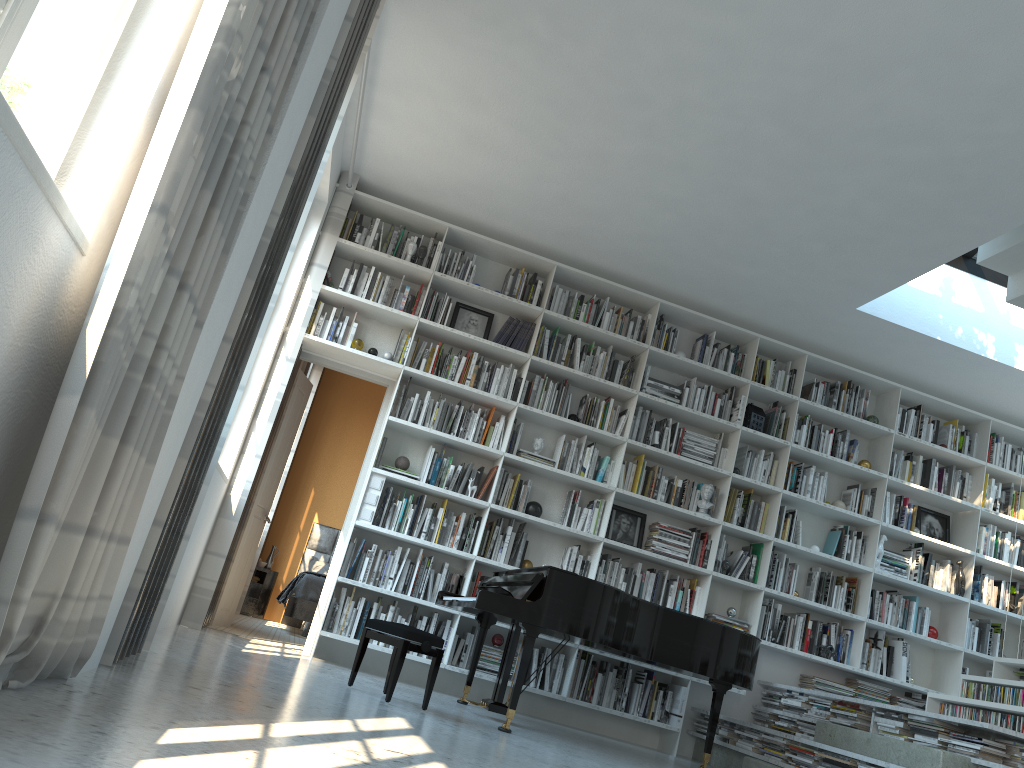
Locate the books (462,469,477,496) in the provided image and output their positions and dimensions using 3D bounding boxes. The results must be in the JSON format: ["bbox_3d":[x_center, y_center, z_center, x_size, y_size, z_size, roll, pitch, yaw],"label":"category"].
[{"bbox_3d":[-0.303,0.715,6.235,0.030,0.207,0.172,18,-16,-9],"label":"books"}]

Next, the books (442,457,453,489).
[{"bbox_3d":[-0.466,0.640,6.213,0.011,0.249,0.172,18,-16,-9],"label":"books"}]

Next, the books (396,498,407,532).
[{"bbox_3d":[-0.765,0.911,6.070,0.009,0.244,0.185,18,-16,-9],"label":"books"}]

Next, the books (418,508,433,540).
[{"bbox_3d":[-0.599,0.977,6.111,0.027,0.229,0.159,18,-16,-9],"label":"books"}]

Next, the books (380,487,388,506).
[{"bbox_3d":[-0.902,0.854,6.079,0.008,0.284,0.160,18,-16,-9],"label":"books"}]

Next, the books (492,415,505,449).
[{"bbox_3d":[-0.113,0.373,6.379,0.027,0.285,0.148,18,-16,-9],"label":"books"}]

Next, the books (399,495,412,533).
[{"bbox_3d":[-0.743,0.908,6.100,0.009,0.277,0.158,18,-16,-9],"label":"books"}]

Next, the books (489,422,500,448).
[{"bbox_3d":[-0.147,0.392,6.362,0.031,0.223,0.145,18,-16,-9],"label":"books"}]

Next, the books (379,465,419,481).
[{"bbox_3d":[-0.785,0.621,6.149,0.285,0.012,0.160,17,-16,-5],"label":"books"}]

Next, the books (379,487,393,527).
[{"bbox_3d":[-0.873,0.856,6.076,0.014,0.293,0.172,18,-16,-9],"label":"books"}]

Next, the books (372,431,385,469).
[{"bbox_3d":[-0.934,0.474,6.156,0.012,0.284,0.160,18,-16,-9],"label":"books"}]

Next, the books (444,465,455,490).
[{"bbox_3d":[-0.452,0.671,6.196,0.029,0.189,0.189,18,-16,-9],"label":"books"}]

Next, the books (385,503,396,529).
[{"bbox_3d":[-0.837,0.913,6.044,0.019,0.188,0.193,18,-16,-9],"label":"books"}]

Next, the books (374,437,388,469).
[{"bbox_3d":[-0.918,0.497,6.144,0.028,0.242,0.157,18,-16,-9],"label":"books"}]

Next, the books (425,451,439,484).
[{"bbox_3d":[-0.575,0.606,6.209,0.031,0.254,0.143,18,-16,-9],"label":"books"}]

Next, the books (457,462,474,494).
[{"bbox_3d":[-0.341,0.680,6.241,0.060,0.254,0.159,18,-16,-9],"label":"books"}]

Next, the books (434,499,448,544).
[{"bbox_3d":[-0.502,0.962,6.136,0.021,0.322,0.172,18,-16,-9],"label":"books"}]

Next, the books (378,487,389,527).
[{"bbox_3d":[-0.889,0.855,6.080,0.016,0.288,0.153,18,-16,-9],"label":"books"}]

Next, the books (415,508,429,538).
[{"bbox_3d":[-0.637,0.970,6.122,0.045,0.229,0.138,18,-16,-9],"label":"books"}]

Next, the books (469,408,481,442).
[{"bbox_3d":[-0.277,0.319,6.333,0.015,0.274,0.157,18,-16,-9],"label":"books"}]

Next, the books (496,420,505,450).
[{"bbox_3d":[-0.087,0.396,6.381,0.036,0.257,0.123,18,-16,-9],"label":"books"}]

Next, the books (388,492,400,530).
[{"bbox_3d":[-0.818,0.879,6.078,0.008,0.279,0.164,18,-16,-9],"label":"books"}]

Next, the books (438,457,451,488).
[{"bbox_3d":[-0.486,0.639,6.228,0.022,0.248,0.129,18,-16,-9],"label":"books"}]

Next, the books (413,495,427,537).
[{"bbox_3d":[-0.649,0.922,6.110,0.012,0.305,0.190,18,-16,-9],"label":"books"}]

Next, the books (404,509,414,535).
[{"bbox_3d":[-0.716,0.955,6.073,0.016,0.188,0.184,18,-16,-9],"label":"books"}]

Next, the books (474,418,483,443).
[{"bbox_3d":[-0.260,0.358,6.348,0.021,0.220,0.149,18,-16,-9],"label":"books"}]

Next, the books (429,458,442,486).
[{"bbox_3d":[-0.546,0.630,6.180,0.029,0.207,0.190,18,-16,-9],"label":"books"}]

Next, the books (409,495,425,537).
[{"bbox_3d":[-0.662,0.917,6.095,0.019,0.299,0.180,18,-16,-9],"label":"books"}]

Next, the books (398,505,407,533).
[{"bbox_3d":[-0.765,0.937,6.097,0.016,0.210,0.146,18,-16,-9],"label":"books"}]

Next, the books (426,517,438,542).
[{"bbox_3d":[-0.564,1.010,6.102,0.029,0.181,0.190,18,-16,-9],"label":"books"}]

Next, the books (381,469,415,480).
[{"bbox_3d":[-0.793,0.645,6.149,0.254,0.012,0.161,18,-16,-8],"label":"books"}]

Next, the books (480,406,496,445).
[{"bbox_3d":[-0.192,0.324,6.362,0.035,0.324,0.170,18,-16,-9],"label":"books"}]

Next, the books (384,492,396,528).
[{"bbox_3d":[-0.843,0.878,6.067,0.007,0.263,0.177,18,-16,-9],"label":"books"}]

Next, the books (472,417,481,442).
[{"bbox_3d":[-0.275,0.353,6.341,0.012,0.216,0.160,18,-16,-9],"label":"books"}]

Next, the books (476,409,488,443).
[{"bbox_3d":[-0.235,0.331,6.365,0.015,0.292,0.144,18,-16,-9],"label":"books"}]

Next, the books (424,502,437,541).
[{"bbox_3d":[-0.573,0.959,6.120,0.014,0.281,0.150,18,-16,-9],"label":"books"}]

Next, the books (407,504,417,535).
[{"bbox_3d":[-0.704,0.949,6.114,0.016,0.230,0.136,18,-16,-9],"label":"books"}]

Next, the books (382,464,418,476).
[{"bbox_3d":[-0.783,0.611,6.159,0.254,0.012,0.161,18,-16,-8],"label":"books"}]

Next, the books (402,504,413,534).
[{"bbox_3d":[-0.728,0.937,6.079,0.015,0.218,0.190,18,-16,-9],"label":"books"}]

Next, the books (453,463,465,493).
[{"bbox_3d":[-0.380,0.678,6.247,0.013,0.241,0.141,18,-16,-9],"label":"books"}]

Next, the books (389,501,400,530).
[{"bbox_3d":[-0.817,0.913,6.077,0.015,0.217,0.177,18,-16,-9],"label":"books"}]

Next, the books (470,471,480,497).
[{"bbox_3d":[-0.278,0.725,6.249,0.027,0.209,0.144,18,-16,-9],"label":"books"}]

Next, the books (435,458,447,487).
[{"bbox_3d":[-0.514,0.641,6.227,0.031,0.231,0.148,18,-16,-9],"label":"books"}]

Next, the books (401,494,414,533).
[{"bbox_3d":[-0.729,0.902,6.080,0.007,0.285,0.182,18,-16,-9],"label":"books"}]

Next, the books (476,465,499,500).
[{"bbox_3d":[-0.190,0.709,6.236,0.082,0.275,0.229,18,-16,-9],"label":"books"}]

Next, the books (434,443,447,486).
[{"bbox_3d":[-0.519,0.585,6.232,0.011,0.335,0.153,18,-16,-9],"label":"books"}]

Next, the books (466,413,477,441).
[{"bbox_3d":[-0.307,0.334,6.352,0.028,0.242,0.132,18,-16,-9],"label":"books"}]

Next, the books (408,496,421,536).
[{"bbox_3d":[-0.684,0.921,6.127,0.009,0.298,0.141,18,-16,-9],"label":"books"}]

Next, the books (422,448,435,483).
[{"bbox_3d":[-0.597,0.587,6.200,0.024,0.272,0.150,18,-16,-9],"label":"books"}]

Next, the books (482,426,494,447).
[{"bbox_3d":[-0.180,0.401,6.351,0.030,0.183,0.152,18,-16,-9],"label":"books"}]

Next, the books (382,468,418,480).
[{"bbox_3d":[-0.789,0.632,6.149,0.254,0.012,0.161,19,-17,-12],"label":"books"}]

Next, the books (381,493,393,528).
[{"bbox_3d":[-0.862,0.881,6.082,0.022,0.256,0.142,18,-16,-9],"label":"books"}]

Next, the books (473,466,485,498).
[{"bbox_3d":[-0.250,0.714,6.262,0.021,0.250,0.154,18,-16,-9],"label":"books"}]

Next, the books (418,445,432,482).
[{"bbox_3d":[-0.612,0.576,6.200,0.012,0.284,0.160,18,-16,-9],"label":"books"}]

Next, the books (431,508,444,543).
[{"bbox_3d":[-0.531,0.988,6.126,0.026,0.253,0.177,18,-16,-9],"label":"books"}]

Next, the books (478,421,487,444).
[{"bbox_3d":[-0.230,0.373,6.341,0.013,0.203,0.162,18,-16,-9],"label":"books"}]

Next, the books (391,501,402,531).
[{"bbox_3d":[-0.800,0.915,6.067,0.015,0.216,0.180,18,-16,-9],"label":"books"}]

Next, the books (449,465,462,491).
[{"bbox_3d":[-0.416,0.681,6.238,0.056,0.213,0.143,18,-16,-9],"label":"books"}]

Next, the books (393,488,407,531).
[{"bbox_3d":[-0.780,0.875,6.091,0.006,0.314,0.146,18,-16,-9],"label":"books"}]

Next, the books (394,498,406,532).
[{"bbox_3d":[-0.779,0.911,6.081,0.014,0.242,0.171,18,-16,-9],"label":"books"}]
